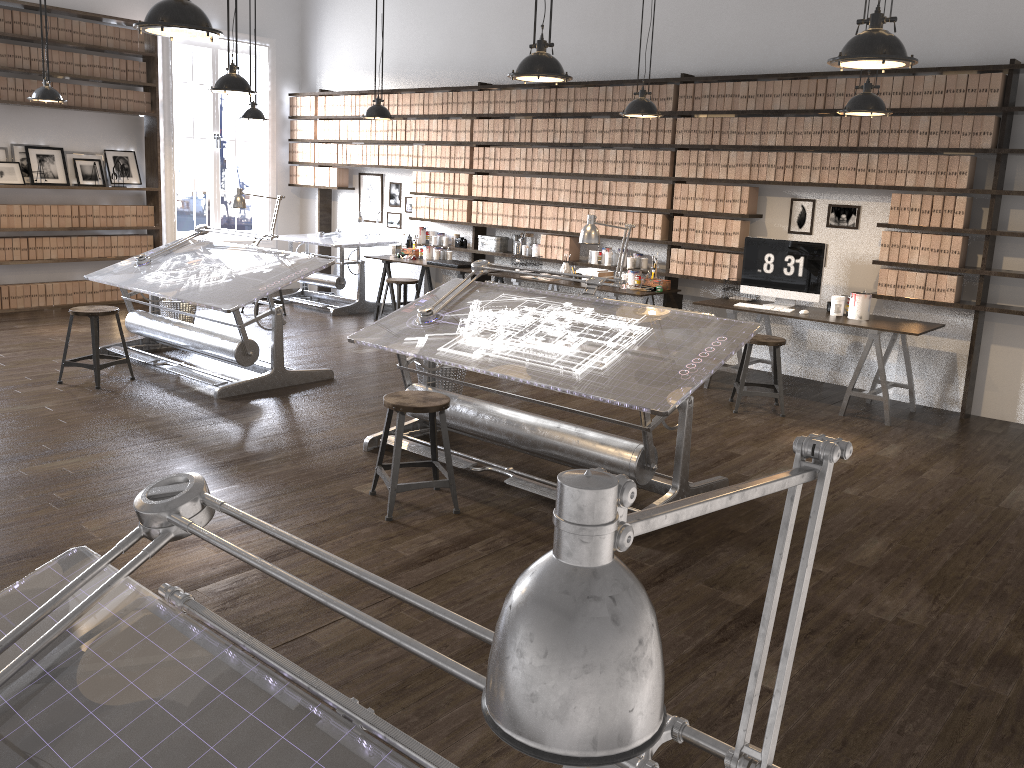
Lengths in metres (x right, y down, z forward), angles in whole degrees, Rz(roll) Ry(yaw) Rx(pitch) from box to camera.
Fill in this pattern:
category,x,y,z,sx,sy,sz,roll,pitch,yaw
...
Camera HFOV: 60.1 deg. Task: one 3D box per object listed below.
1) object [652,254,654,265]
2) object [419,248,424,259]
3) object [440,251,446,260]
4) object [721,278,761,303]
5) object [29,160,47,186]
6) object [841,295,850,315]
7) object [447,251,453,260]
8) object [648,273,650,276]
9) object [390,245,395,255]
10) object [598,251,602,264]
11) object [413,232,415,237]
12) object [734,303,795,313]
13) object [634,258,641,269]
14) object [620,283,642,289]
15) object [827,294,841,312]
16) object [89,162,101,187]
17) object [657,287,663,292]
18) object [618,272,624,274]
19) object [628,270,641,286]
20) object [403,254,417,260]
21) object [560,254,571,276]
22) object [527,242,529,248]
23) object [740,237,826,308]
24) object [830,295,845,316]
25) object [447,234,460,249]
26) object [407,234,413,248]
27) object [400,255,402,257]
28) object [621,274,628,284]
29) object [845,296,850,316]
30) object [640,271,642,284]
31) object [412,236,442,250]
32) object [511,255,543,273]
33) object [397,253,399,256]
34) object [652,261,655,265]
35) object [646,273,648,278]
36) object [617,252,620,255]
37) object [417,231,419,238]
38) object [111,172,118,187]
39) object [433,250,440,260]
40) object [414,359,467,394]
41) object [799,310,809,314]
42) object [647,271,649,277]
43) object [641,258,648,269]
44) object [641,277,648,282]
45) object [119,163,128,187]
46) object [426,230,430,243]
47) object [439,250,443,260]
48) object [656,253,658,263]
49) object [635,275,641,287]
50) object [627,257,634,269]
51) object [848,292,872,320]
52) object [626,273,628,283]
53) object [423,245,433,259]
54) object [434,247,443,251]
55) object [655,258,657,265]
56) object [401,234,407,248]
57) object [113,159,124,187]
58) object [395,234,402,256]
category,x,y,z,sx,sy,sz,roll,pitch,yaw
object,1.213,-1.008,7.596,0.007,0.212,0.055,-7,14,-42
object,-0.960,-1.382,9.369,0.050,0.111,0.049,11,13,36
object,-0.722,-1.349,9.296,0.062,0.092,0.064,2,11,-1
object,1.858,-0.759,7.160,0.285,0.159,0.205,10,14,31
object,-4.755,-2.119,8.882,0.040,0.258,0.175,11,14,39
object,2.488,-0.585,6.588,0.096,0.142,0.097,-5,13,-32
object,-0.655,-1.348,9.303,0.062,0.093,0.062,2,11,-1
object,1.174,-0.910,7.694,0.041,0.123,0.005,10,13,36
object,-1.284,-1.444,9.571,0.069,0.103,0.068,13,15,43
object,0.812,-1.179,8.260,0.045,0.126,0.044,12,14,39
object,-1.035,-1.537,9.466,0.071,0.184,0.008,12,14,40
object,1.913,-0.579,6.720,0.441,0.017,0.119,12,16,34
object,1.132,-1.088,7.979,0.062,0.094,0.064,-1,12,-18
object,1.006,-0.833,7.547,0.197,0.050,0.133,5,13,10
object,2.433,-0.612,6.702,0.097,0.141,0.092,7,12,19
object,-4.390,-2.205,9.327,0.040,0.258,0.124,11,14,39
object,1.245,-0.798,7.458,0.049,0.037,0.049,14,16,42
object,0.973,-0.956,7.952,0.062,0.093,0.062,1,11,-9
object,1.066,-0.920,7.735,0.104,0.140,0.105,-8,15,-42
object,-1.072,-1.333,9.273,0.132,0.050,0.199,-2,14,-20
object,0.506,-1.118,8.322,0.101,0.207,0.102,2,11,-5
object,0.163,-1.341,8.770,0.041,0.124,0.008,8,12,28
object,2.100,-0.857,6.857,0.646,0.513,0.205,13,15,39
object,2.400,-0.575,6.527,0.094,0.143,0.095,-2,12,-24
object,-0.617,-1.518,9.469,0.107,0.160,0.238,4,12,5
object,-1.119,-1.517,9.643,0.069,0.227,0.068,11,13,36
object,-1.162,-1.341,9.337,0.011,0.017,0.173,-1,14,-18
object,0.990,-0.924,7.818,0.062,0.093,0.062,3,11,0
object,2.491,-0.565,6.501,0.068,0.153,0.069,6,11,16
object,1.099,-0.939,7.847,0.095,0.127,0.094,11,14,35
object,-0.908,-1.522,9.529,0.345,0.145,0.077,-4,13,-27
object,0.143,-1.145,8.467,0.205,0.159,0.285,13,16,39
object,-1.203,-1.387,9.490,0.049,0.037,0.049,11,15,35
object,1.213,-0.981,7.589,0.038,0.152,0.008,3,10,-1
object,1.159,-0.911,7.677,0.040,0.129,0.005,11,13,38
object,0.986,-1.146,8.153,0.045,0.126,0.044,-4,13,-32
object,-1.017,-1.540,9.456,0.056,0.191,0.006,11,13,38
object,-4.248,-2.182,9.463,0.040,0.164,0.067,11,14,39
object,-0.792,-1.353,9.298,0.062,0.093,0.062,1,11,-10
object,-0.458,0.036,5.703,0.353,0.374,0.356,-4,13,-28
object,2.159,-0.532,6.533,0.059,0.028,0.107,12,16,35
object,1.169,-0.909,7.675,0.033,0.146,0.005,11,13,39
object,1.198,-1.091,8.003,0.062,0.095,0.062,-1,12,-18
object,1.151,-0.882,7.701,0.060,0.088,0.060,13,16,43
object,-4.210,-2.259,9.593,0.040,0.259,0.111,11,14,39
object,-0.927,-1.619,9.742,0.050,0.138,0.051,11,13,37
object,-0.752,-1.362,9.345,0.045,0.100,0.044,12,14,39
object,1.237,-1.014,7.594,0.020,0.226,0.007,-1,11,-19
object,1.091,-0.889,7.666,0.050,0.111,0.049,13,15,42
object,1.066,-1.088,7.964,0.062,0.095,0.062,-1,12,-18
object,2.511,-0.559,6.394,0.144,0.194,0.146,5,12,12
object,1.030,-0.933,7.865,0.045,0.100,0.044,12,14,39
object,-0.884,-1.389,9.354,0.105,0.140,0.104,10,13,32
object,-0.778,-1.390,9.405,0.095,0.127,0.094,13,16,43
object,1.224,-0.992,7.585,0.008,0.184,0.072,1,11,-8
object,-1.173,-1.508,9.579,0.069,0.235,0.068,11,13,36
object,-4.232,-2.265,9.519,0.040,0.301,0.119,11,14,39
object,-1.220,-1.494,9.526,0.069,0.227,0.068,11,13,36
